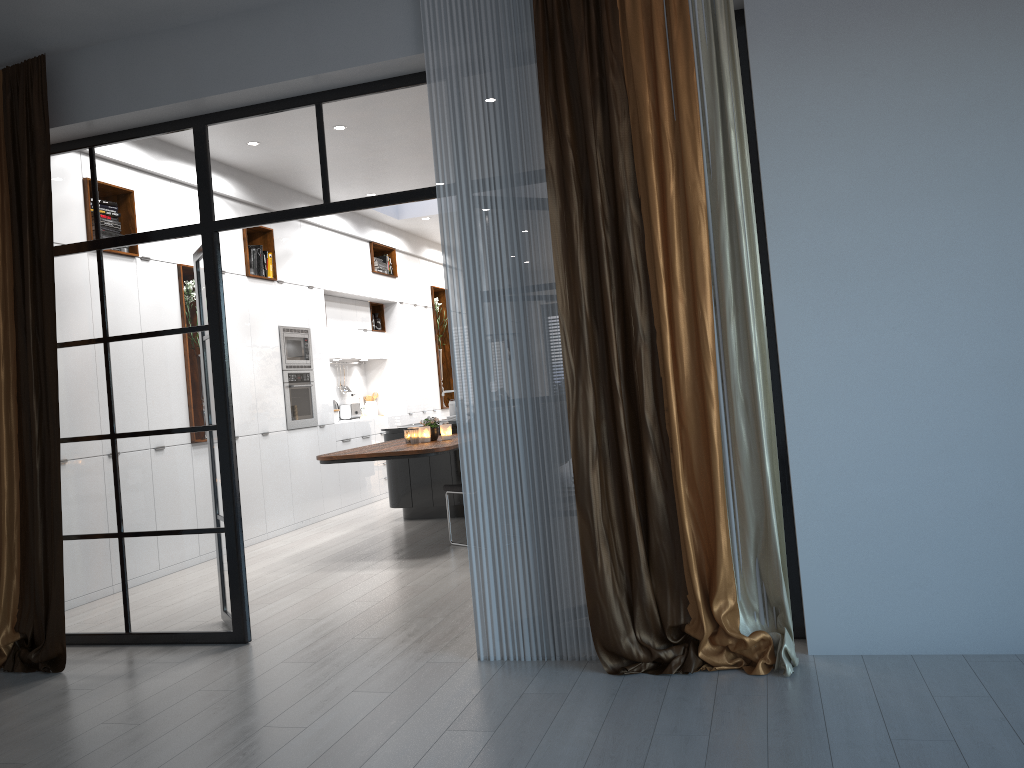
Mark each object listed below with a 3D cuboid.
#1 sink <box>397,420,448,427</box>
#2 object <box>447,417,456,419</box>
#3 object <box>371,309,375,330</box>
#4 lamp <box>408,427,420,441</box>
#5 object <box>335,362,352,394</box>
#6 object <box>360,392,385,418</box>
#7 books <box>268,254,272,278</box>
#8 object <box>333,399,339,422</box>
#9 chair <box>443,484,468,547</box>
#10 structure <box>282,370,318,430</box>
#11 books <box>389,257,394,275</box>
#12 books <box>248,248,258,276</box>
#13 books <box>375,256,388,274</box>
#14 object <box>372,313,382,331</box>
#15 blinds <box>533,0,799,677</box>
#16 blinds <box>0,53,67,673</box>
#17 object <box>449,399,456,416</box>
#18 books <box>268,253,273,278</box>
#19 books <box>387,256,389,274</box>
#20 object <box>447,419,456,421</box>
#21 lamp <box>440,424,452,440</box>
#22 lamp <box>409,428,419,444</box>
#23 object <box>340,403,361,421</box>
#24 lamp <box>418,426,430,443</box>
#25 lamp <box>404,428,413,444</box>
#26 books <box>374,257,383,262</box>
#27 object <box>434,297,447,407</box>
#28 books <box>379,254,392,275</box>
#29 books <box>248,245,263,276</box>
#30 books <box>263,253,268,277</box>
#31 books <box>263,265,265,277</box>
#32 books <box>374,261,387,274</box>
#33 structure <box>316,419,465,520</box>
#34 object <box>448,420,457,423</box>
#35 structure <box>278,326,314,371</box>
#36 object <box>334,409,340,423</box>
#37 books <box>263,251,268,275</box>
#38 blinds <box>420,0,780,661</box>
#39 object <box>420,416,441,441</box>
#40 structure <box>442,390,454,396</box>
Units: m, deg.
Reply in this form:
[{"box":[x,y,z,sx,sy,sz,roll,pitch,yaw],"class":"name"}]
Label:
[{"box":[-0.789,0.462,8.950,0.484,0.153,0.738,-5,0,16],"class":"sink"},{"box":[-0.571,0.331,8.475,0.111,0.023,0.111,-5,0,28],"class":"object"},{"box":[-1.798,-0.807,11.170,0.124,0.275,0.124,-5,-1,4],"class":"object"},{"box":[-0.796,0.415,7.206,0.095,0.124,0.095,-6,-1,33],"class":"lamp"},{"box":[-2.053,-0.073,10.757,0.069,0.389,0.320,-6,-1,17],"class":"object"},{"box":[-1.801,0.264,11.280,0.220,0.316,0.330,-5,-1,16],"class":"object"},{"box":[-2.384,-1.114,8.486,0.184,0.245,0.033,-5,-2,16],"class":"books"},{"box":[-2.067,0.307,10.192,0.220,0.270,0.179,-4,-1,-32],"class":"object"},{"box":[-0.202,0.708,6.842,0.471,1.019,0.536,-4,-2,-39],"class":"chair"},{"box":[-2.283,0.169,8.824,0.495,0.571,0.595,-5,-1,16],"class":"structure"},{"box":[-1.626,-1.488,11.378,0.210,0.267,0.026,-5,-2,16],"class":"books"},{"box":[-2.481,-1.125,8.251,0.236,0.278,0.106,-5,-2,16],"class":"books"},{"box":[-1.662,-1.481,11.219,0.197,0.269,0.026,-5,-2,16],"class":"books"},{"box":[-1.743,-0.790,11.357,0.123,0.231,0.123,-6,-1,17],"class":"object"},{"box":[0.580,-0.395,3.559,0.810,3.047,0.255,-6,-2,16],"class":"blinds"},{"box":[-2.579,-0.108,4.466,0.810,3.047,0.255,-6,-2,15],"class":"blinds"},{"box":[-0.574,0.259,8.627,0.071,0.219,0.071,-5,-2,-20],"class":"object"},{"box":[-2.391,-1.123,8.518,0.211,0.264,0.024,-5,-2,16],"class":"books"},{"box":[-1.657,-1.481,11.244,0.194,0.273,0.025,-5,-2,16],"class":"books"},{"box":[-0.569,0.350,8.474,0.111,0.023,0.111,-5,0,28],"class":"object"},{"box":[-0.533,0.391,7.177,0.096,0.124,0.095,-4,-2,-41],"class":"lamp"},{"box":[-0.772,0.415,7.021,0.078,0.120,0.078,-5,-1,-1],"class":"lamp"},{"box":[-1.954,0.336,10.754,0.176,0.195,0.260,-5,-1,16],"class":"object"},{"box":[-0.698,0.405,7.104,0.095,0.124,0.095,-5,-1,9],"class":"lamp"},{"box":[-0.824,0.420,7.104,0.078,0.120,0.078,-5,-1,-1],"class":"lamp"},{"box":[-1.765,-1.520,11.006,0.250,0.047,0.307,-5,0,12],"class":"books"},{"box":[-1.064,-0.463,12.846,0.321,1.616,0.323,-7,-2,42],"class":"object"},{"box":[-1.652,-1.491,11.303,0.253,0.312,0.030,-5,-2,16],"class":"books"},{"box":[-2.455,-1.149,8.323,0.268,0.321,0.047,-5,-2,16],"class":"books"},{"box":[-2.423,-1.111,8.436,0.190,0.254,0.026,-5,-2,16],"class":"books"},{"box":[-2.458,-1.124,8.417,0.230,0.296,0.030,-5,-2,16],"class":"books"},{"box":[-1.731,-1.430,11.017,0.278,0.137,0.345,-5,0,11],"class":"books"},{"box":[-0.349,0.796,9.050,1.376,0.888,5.641,-5,0,16],"class":"structure"},{"box":[-0.568,0.357,8.474,0.111,0.023,0.111,-5,0,28],"class":"object"},{"box":[-2.345,-0.328,8.844,0.458,0.431,0.595,-5,-1,16],"class":"structure"},{"box":[-2.064,0.365,9.635,0.380,0.148,0.263,-5,-1,16],"class":"object"},{"box":[-2.429,-1.137,8.466,0.238,0.288,0.030,-5,-2,16],"class":"books"},{"box":[0.335,-0.365,3.734,1.300,3.071,0.052,-6,-2,16],"class":"blinds"},{"box":[-0.657,0.361,7.236,0.151,0.206,0.157,-6,-1,33],"class":"object"},{"box":[-0.616,0.218,8.874,0.177,0.311,0.089,-6,-2,16],"class":"structure"}]
